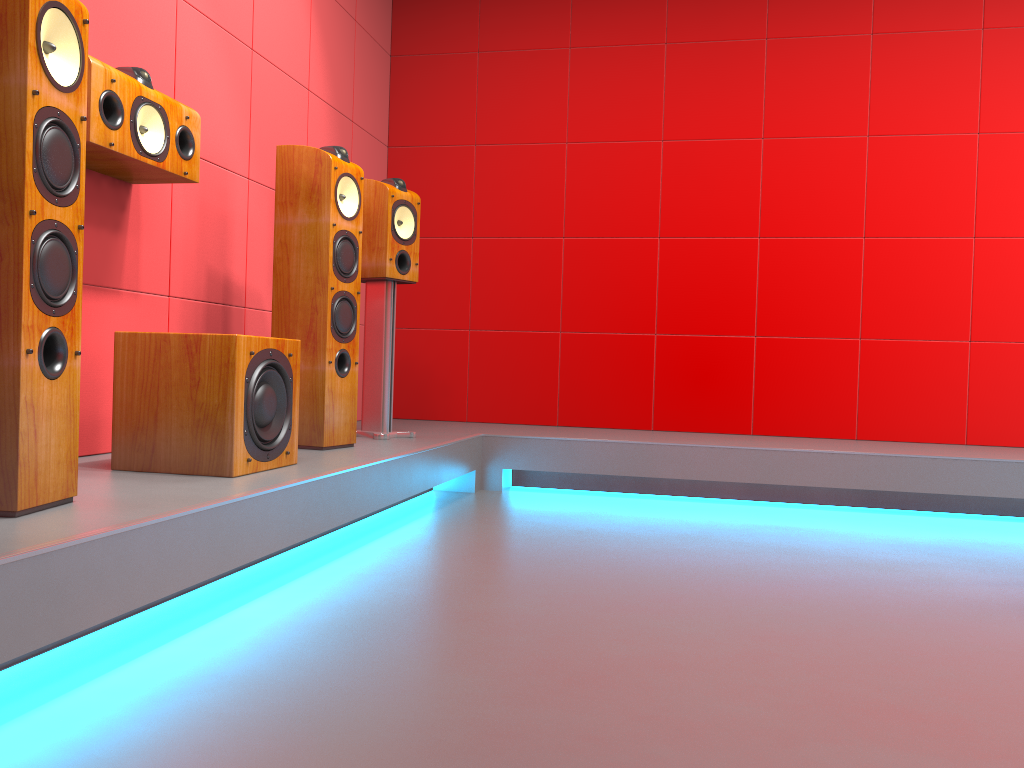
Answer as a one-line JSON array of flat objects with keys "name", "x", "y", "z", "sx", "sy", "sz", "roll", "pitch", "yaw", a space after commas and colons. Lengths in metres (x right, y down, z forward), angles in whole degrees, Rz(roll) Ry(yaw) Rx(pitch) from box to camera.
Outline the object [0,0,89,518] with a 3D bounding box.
[{"name": "object", "x": -0.974, "y": -0.291, "z": 1.683, "sx": 0.238, "sy": 1.052, "sz": 0.203, "roll": 2, "pitch": 1, "yaw": 2}]

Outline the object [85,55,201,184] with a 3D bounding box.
[{"name": "object", "x": -1.111, "y": -0.749, "z": 2.486, "sx": 0.235, "sy": 0.271, "sz": 0.493, "roll": 2, "pitch": 1, "yaw": 12}]

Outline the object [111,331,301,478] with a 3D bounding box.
[{"name": "object", "x": -0.820, "y": 0.048, "z": 2.430, "sx": 0.360, "sy": 0.360, "sz": 0.360, "roll": 2, "pitch": 1, "yaw": 12}]

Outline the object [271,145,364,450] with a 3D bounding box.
[{"name": "object", "x": -0.682, "y": -0.305, "z": 3.119, "sx": 0.238, "sy": 1.052, "sz": 0.203, "roll": 2, "pitch": 1, "yaw": 22}]

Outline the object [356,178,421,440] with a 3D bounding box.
[{"name": "object", "x": -0.543, "y": -0.312, "z": 3.651, "sx": 0.265, "sy": 1.058, "sz": 0.231, "roll": 2, "pitch": 1, "yaw": 32}]
